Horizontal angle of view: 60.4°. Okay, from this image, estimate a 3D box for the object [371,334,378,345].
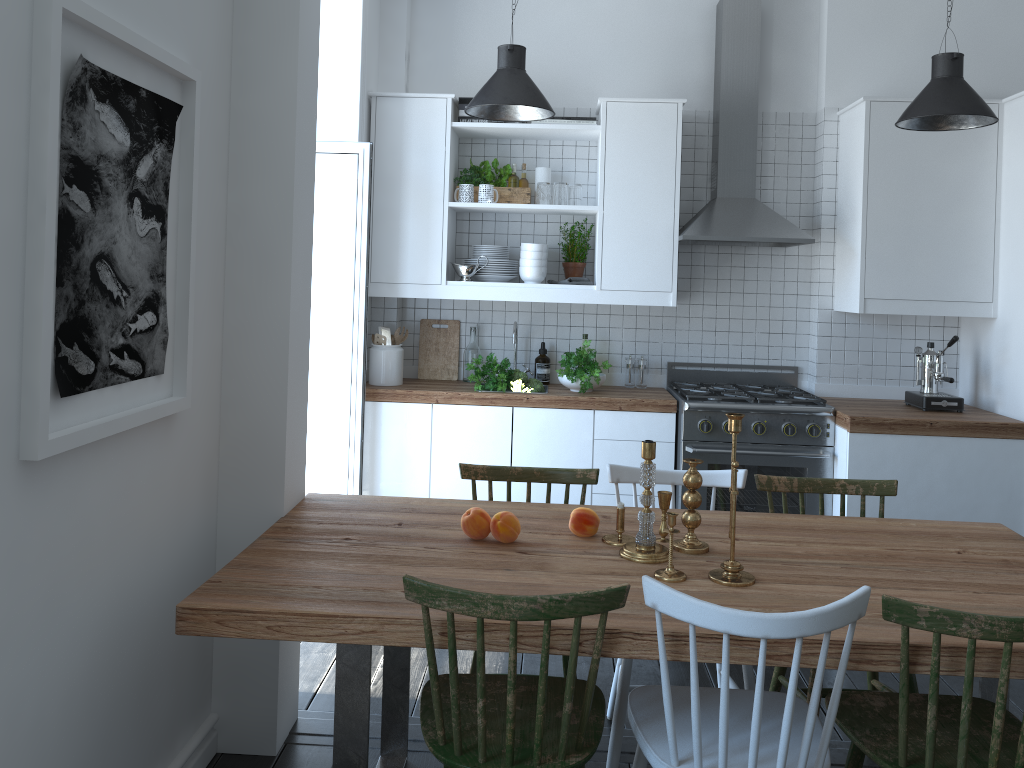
[{"bbox_3d":[-0.681,-0.129,4.551,0.117,0.251,0.061,3,1,33],"label":"object"}]

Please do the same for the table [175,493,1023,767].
[{"bbox_3d":[0.402,0.816,2.339,2.226,0.715,1.024,2,5,3],"label":"table"}]

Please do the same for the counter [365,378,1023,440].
[{"bbox_3d":[0.759,0.104,4.380,3.099,0.073,0.852,2,7,3],"label":"counter"}]

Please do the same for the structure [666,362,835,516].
[{"bbox_3d":[1.161,0.442,4.423,0.700,1.018,0.724,2,2,3],"label":"structure"}]

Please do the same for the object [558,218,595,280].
[{"bbox_3d":[0.345,-0.713,4.729,0.166,0.365,0.171,3,1,40],"label":"object"}]

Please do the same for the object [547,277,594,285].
[{"bbox_3d":[0.322,-0.537,4.596,0.245,0.042,0.278,1,7,-5],"label":"object"}]

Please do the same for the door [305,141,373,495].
[{"bbox_3d":[-0.979,-0.137,4.149,0.586,2.024,0.105,2,0,-3],"label":"door"}]

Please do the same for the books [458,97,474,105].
[{"bbox_3d":[-0.105,-1.476,4.681,0.325,0.038,0.260,2,7,5],"label":"books"}]

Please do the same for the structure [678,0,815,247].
[{"bbox_3d":[1.177,-1.372,4.521,0.633,1.303,0.529,2,1,3],"label":"structure"}]

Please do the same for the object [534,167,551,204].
[{"bbox_3d":[0.165,-1.050,4.737,0.085,0.222,0.085,2,1,10],"label":"object"}]

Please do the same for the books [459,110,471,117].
[{"bbox_3d":[-0.106,-1.410,4.674,0.328,0.030,0.261,2,7,1],"label":"books"}]

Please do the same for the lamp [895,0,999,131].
[{"bbox_3d":[1.798,-1.540,3.622,0.385,0.939,0.386,2,1,11],"label":"lamp"}]

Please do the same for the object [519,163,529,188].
[{"bbox_3d":[0.062,-1.072,4.750,0.056,0.233,0.056,2,0,6],"label":"object"}]

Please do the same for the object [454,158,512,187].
[{"bbox_3d":[-0.168,-1.089,4.732,0.347,0.254,0.164,1,2,-7],"label":"object"}]

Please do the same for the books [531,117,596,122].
[{"bbox_3d":[0.273,-1.384,4.669,0.341,0.016,0.276,2,7,4],"label":"books"}]

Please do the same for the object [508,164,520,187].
[{"bbox_3d":[0.010,-1.066,4.709,0.060,0.225,0.060,2,0,-14],"label":"object"}]

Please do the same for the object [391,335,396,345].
[{"bbox_3d":[-0.621,-0.131,4.594,0.050,0.247,0.115,2,1,-32],"label":"object"}]

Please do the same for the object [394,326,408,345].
[{"bbox_3d":[-0.613,-0.152,4.591,0.131,0.296,0.056,1,0,-18],"label":"object"}]

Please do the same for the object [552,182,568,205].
[{"bbox_3d":[0.247,-0.970,4.506,0.086,0.119,0.086,3,3,26],"label":"object"}]

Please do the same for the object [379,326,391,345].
[{"bbox_3d":[-0.650,-0.149,4.565,0.064,0.290,0.141,2,1,-24],"label":"object"}]

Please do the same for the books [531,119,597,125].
[{"bbox_3d":[0.273,-1.356,4.660,0.350,0.038,0.263,2,7,2],"label":"books"}]

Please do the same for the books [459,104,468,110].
[{"bbox_3d":[-0.093,-1.442,4.685,0.351,0.030,0.289,2,7,3],"label":"books"}]

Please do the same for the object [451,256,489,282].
[{"bbox_3d":[-0.222,-0.593,4.521,0.210,0.134,0.102,3,3,15],"label":"object"}]

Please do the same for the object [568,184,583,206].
[{"bbox_3d":[0.326,-0.974,4.556,0.086,0.119,0.086,1,3,-28],"label":"object"}]

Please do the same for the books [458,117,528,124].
[{"bbox_3d":[-0.095,-1.374,4.683,0.351,0.044,0.261,2,7,5],"label":"books"}]

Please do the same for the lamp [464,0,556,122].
[{"bbox_3d":[-1.170,-0.897,3.825,2.701,2.509,0.492,2,0,3],"label":"lamp"}]

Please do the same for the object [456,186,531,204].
[{"bbox_3d":[-0.096,-0.999,4.728,0.393,0.103,0.154,2,5,3],"label":"object"}]

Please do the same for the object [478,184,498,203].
[{"bbox_3d":[-0.121,-0.978,4.556,0.108,0.100,0.083,1,3,-8],"label":"object"}]

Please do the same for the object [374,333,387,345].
[{"bbox_3d":[-0.689,-0.131,4.528,0.054,0.262,0.149,2,2,-22],"label":"object"}]

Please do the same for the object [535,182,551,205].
[{"bbox_3d":[0.162,-0.975,4.526,0.086,0.119,0.086,3,3,26],"label":"object"}]

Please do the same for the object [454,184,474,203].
[{"bbox_3d":[-0.243,-0.985,4.578,0.083,0.100,0.109,0,4,-28],"label":"object"}]

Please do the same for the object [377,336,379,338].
[{"bbox_3d":[-0.655,-0.132,4.593,0.118,0.250,0.033,2,0,3],"label":"object"}]
